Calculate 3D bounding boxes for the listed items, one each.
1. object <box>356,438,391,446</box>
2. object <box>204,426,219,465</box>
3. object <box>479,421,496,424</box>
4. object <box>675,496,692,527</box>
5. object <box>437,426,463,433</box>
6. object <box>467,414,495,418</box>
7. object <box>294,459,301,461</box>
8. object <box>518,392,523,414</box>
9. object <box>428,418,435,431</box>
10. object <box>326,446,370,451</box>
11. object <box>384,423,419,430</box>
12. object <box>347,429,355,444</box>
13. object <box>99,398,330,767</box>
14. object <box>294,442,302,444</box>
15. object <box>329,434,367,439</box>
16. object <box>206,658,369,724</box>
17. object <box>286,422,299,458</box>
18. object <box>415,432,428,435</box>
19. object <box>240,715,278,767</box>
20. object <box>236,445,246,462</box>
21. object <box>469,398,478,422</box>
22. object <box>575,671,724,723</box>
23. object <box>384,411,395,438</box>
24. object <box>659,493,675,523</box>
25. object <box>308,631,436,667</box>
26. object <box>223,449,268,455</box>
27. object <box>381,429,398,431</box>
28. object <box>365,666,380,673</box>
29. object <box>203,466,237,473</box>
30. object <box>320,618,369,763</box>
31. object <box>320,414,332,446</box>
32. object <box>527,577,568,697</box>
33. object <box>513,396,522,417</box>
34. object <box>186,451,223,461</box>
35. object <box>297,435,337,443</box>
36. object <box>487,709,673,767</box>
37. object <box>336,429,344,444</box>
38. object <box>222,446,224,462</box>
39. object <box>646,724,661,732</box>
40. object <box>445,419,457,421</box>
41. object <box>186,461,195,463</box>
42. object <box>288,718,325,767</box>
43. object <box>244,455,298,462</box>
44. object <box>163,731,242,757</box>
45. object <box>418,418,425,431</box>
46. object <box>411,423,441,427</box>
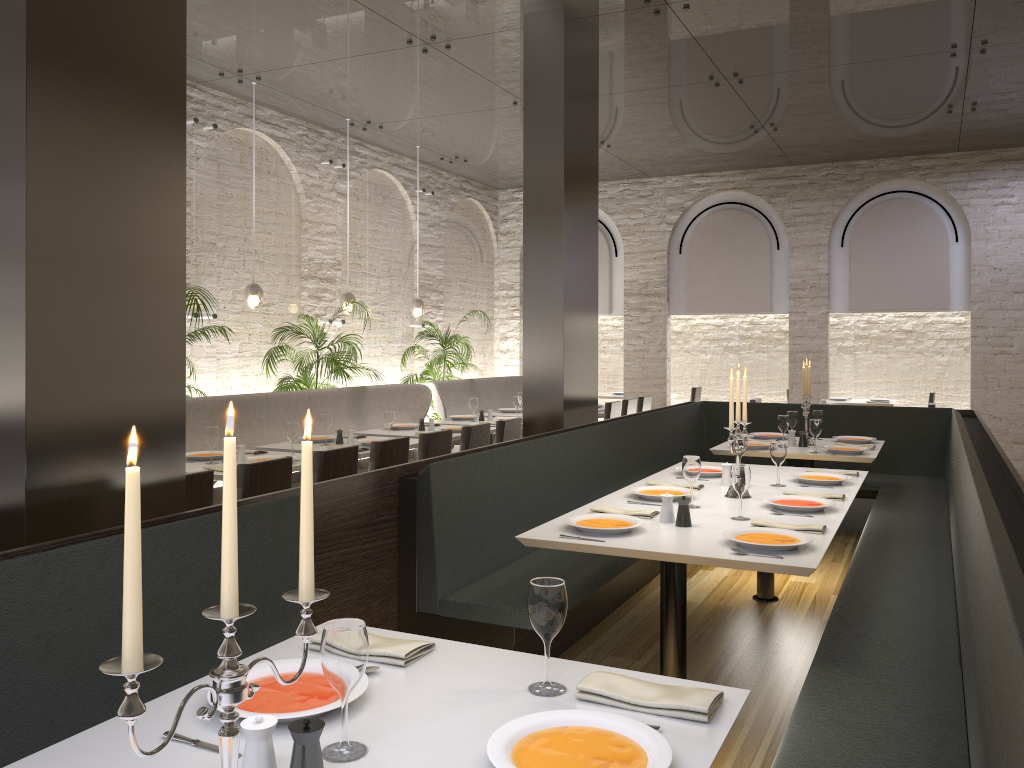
[{"bbox_3d":[-0.990,0.434,6.530,0.321,0.036,0.322,0,2,4],"label":"object"},{"bbox_3d":[-1.854,0.378,5.472,0.086,0.231,0.086,0,0,-17],"label":"object"},{"bbox_3d":[-0.160,0.369,8.273,0.273,0.033,0.143,1,3,26],"label":"object"},{"bbox_3d":[0.699,0.519,3.606,0.069,0.126,0.069,0,1,-33],"label":"object"},{"bbox_3d":[-0.485,0.390,7.587,0.321,0.036,0.322,0,2,4],"label":"object"},{"bbox_3d":[-0.324,0.332,9.131,0.273,0.033,0.143,1,3,26],"label":"object"},{"bbox_3d":[-1.418,0.481,5.644,0.185,0.010,0.017,1,2,26],"label":"object"},{"bbox_3d":[0.101,0.209,9.568,0.086,0.231,0.086,0,0,-35],"label":"object"},{"bbox_3d":[-0.695,0.347,7.665,0.059,0.109,0.059,0,1,17],"label":"object"},{"bbox_3d":[-1.146,0.454,6.206,0.273,0.033,0.143,1,3,26],"label":"object"},{"bbox_3d":[-0.969,0.379,7.821,0.321,0.036,0.322,0,2,4],"label":"object"},{"bbox_3d":[-1.200,0.391,6.608,0.059,0.109,0.059,0,1,17],"label":"object"},{"bbox_3d":[-0.384,0.348,1.203,0.131,0.657,0.390,0,1,36],"label":"object"},{"bbox_3d":[-1.557,0.440,6.600,0.185,0.010,0.017,1,2,26],"label":"object"},{"bbox_3d":[-1.311,0.418,7.064,0.273,0.033,0.143,1,3,26],"label":"object"},{"bbox_3d":[-0.456,0.635,1.813,0.322,0.036,0.321,-2,3,-45],"label":"object"},{"bbox_3d":[-1.429,0.366,5.771,0.086,0.231,0.086,0,0,32],"label":"object"},{"bbox_3d":[-0.642,0.411,7.263,0.273,0.033,0.143,1,3,26],"label":"object"},{"bbox_3d":[-0.415,0.608,1.455,0.069,0.126,0.069,0,1,19],"label":"object"},{"bbox_3d":[-1.700,0.434,5.560,0.059,0.109,0.059,0,1,17],"label":"object"},{"bbox_3d":[-0.371,0.250,8.578,0.086,0.231,0.086,0,0,-35],"label":"object"},{"bbox_3d":[0.285,0.637,1.828,0.273,0.033,0.143,1,3,26],"label":"object"},{"bbox_3d":[-0.940,0.324,6.796,0.086,0.231,0.086,0,0,-22],"label":"object"},{"bbox_3d":[0.646,0.516,3.686,0.069,0.126,0.069,0,1,-41],"label":"object"},{"bbox_3d":[-0.336,0.623,2.124,0.273,0.033,0.143,1,3,26],"label":"object"},{"bbox_3d":[-1.811,0.461,6.016,0.273,0.033,0.143,1,3,26],"label":"object"},{"bbox_3d":[-1.053,0.396,7.657,0.185,0.010,0.017,1,2,26],"label":"object"},{"bbox_3d":[-0.375,0.635,1.999,0.181,0.015,0.038,1,2,27],"label":"object"},{"bbox_3d":[-1.647,0.497,5.158,0.273,0.033,0.143,1,3,26],"label":"object"},{"bbox_3d":[-0.300,0.546,1.589,0.086,0.231,0.086,0,0,37],"label":"object"},{"bbox_3d":[-1.365,0.335,6.497,0.086,0.231,0.086,0,0,-22],"label":"object"},{"bbox_3d":[0.075,0.534,1.882,0.086,0.231,0.086,0,0,37],"label":"object"},{"bbox_3d":[0.054,0.238,8.878,0.086,0.231,0.086,0,0,-35],"label":"object"},{"bbox_3d":[-1.975,0.466,5.716,0.322,0.036,0.322,0,2,8],"label":"object"},{"bbox_3d":[-1.474,0.423,6.764,0.321,0.036,0.322,0,2,4],"label":"object"},{"bbox_3d":[0.116,0.648,1.538,0.322,0.036,0.321,-2,3,-45],"label":"object"},{"bbox_3d":[-1.283,0.391,6.597,0.059,0.109,0.059,0,1,17],"label":"object"},{"bbox_3d":[-1.783,0.434,5.549,0.059,0.109,0.059,0,1,17],"label":"object"},{"bbox_3d":[0.196,0.651,1.713,0.185,0.010,0.017,1,2,26],"label":"object"},{"bbox_3d":[-0.571,0.355,8.666,0.185,0.010,0.017,1,2,26],"label":"object"},{"bbox_3d":[-2.058,0.483,5.552,0.185,0.010,0.017,1,2,26],"label":"object"},{"bbox_3d":[-0.334,0.608,1.443,0.069,0.126,0.069,0,1,19],"label":"object"},{"bbox_3d":[-1.490,0.477,5.482,0.322,0.036,0.322,0,2,8],"label":"object"},{"bbox_3d":[-0.562,0.653,1.610,0.185,0.010,0.017,1,2,26],"label":"object"},{"bbox_3d":[-0.778,0.348,7.654,0.059,0.109,0.059,0,1,17],"label":"object"},{"bbox_3d":[-0.806,0.374,8.121,0.273,0.033,0.143,1,3,26],"label":"object"}]
